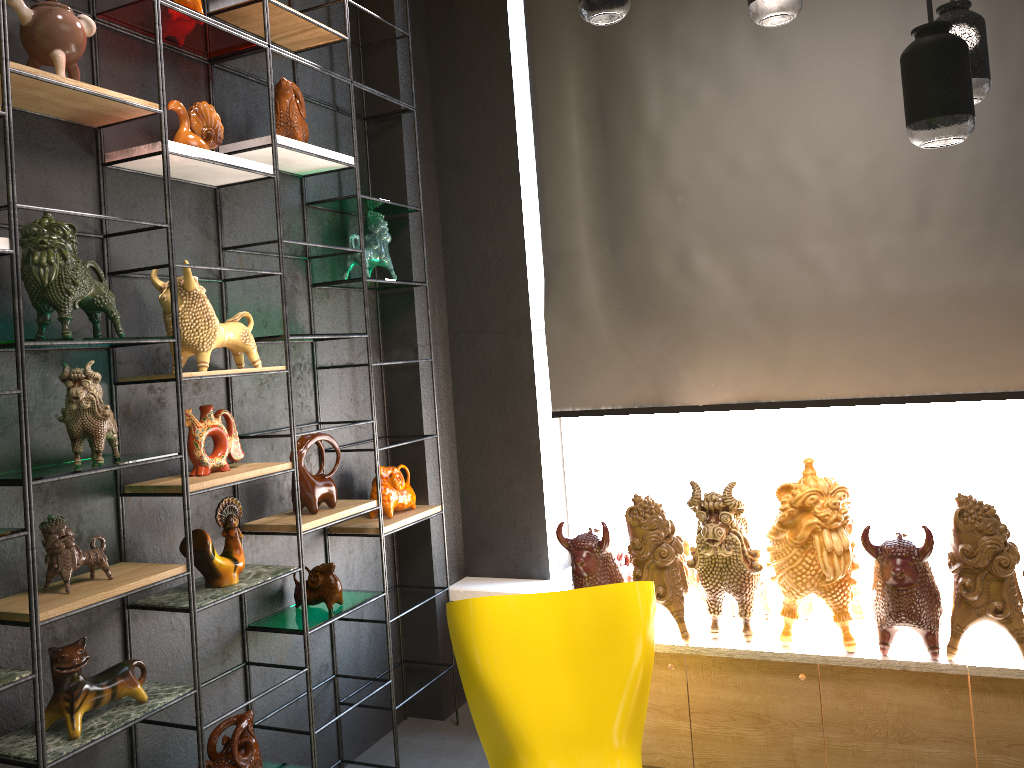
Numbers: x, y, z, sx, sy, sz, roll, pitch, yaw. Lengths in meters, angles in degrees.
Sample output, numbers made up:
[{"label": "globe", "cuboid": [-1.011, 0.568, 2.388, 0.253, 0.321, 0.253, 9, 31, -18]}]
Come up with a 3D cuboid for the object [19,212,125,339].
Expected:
[{"label": "object", "cuboid": [-1.204, -0.293, 2.395, 0.167, 0.357, 0.255, -5, -1, 29]}]

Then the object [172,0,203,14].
[{"label": "object", "cuboid": [-1.116, -1.276, 2.940, 0.139, 0.223, 0.277, -4, 0, -35]}]

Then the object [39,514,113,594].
[{"label": "object", "cuboid": [-1.170, 0.444, 2.379, 0.096, 0.211, 0.183, -5, -1, 27]}]

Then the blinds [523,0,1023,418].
[{"label": "blinds", "cuboid": [-1.476, -0.657, 4.307, 12.676, 3.315, 3.531, -2, 1, 45]}]

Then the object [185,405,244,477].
[{"label": "object", "cuboid": [-0.968, 0.178, 2.869, 0.060, 0.223, 0.268, -5, 0, 25]}]

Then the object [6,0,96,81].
[{"label": "object", "cuboid": [-1.256, -0.929, 2.426, 0.164, 0.267, 0.237, -4, 0, -4]}]

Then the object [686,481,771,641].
[{"label": "object", "cuboid": [0.784, 0.624, 3.251, 0.271, 0.580, 0.430, -5, -1, 18]}]

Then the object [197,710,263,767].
[{"label": "object", "cuboid": [-0.891, 1.191, 2.766, 0.126, 0.250, 0.253, -5, 0, 24]}]

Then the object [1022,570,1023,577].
[{"label": "object", "cuboid": [1.757, 0.568, 2.811, 0.271, 0.580, 0.430, -5, -1, 18]}]

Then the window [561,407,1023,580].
[{"label": "window", "cuboid": [1.222, -0.749, 3.918, 2.303, 3.174, 0.051, -5, -2, 24]}]

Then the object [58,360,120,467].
[{"label": "object", "cuboid": [-1.148, 0.079, 2.390, 0.131, 0.280, 0.207, -4, -1, -17]}]

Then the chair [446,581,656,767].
[{"label": "chair", "cuboid": [0.175, 1.068, 2.515, 0.658, 0.898, 1.068, -4, 0, -5]}]

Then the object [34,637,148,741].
[{"label": "object", "cuboid": [-1.103, 0.775, 2.378, 0.155, 0.236, 0.310, -5, 0, 28]}]

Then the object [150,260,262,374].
[{"label": "object", "cuboid": [-0.979, -0.210, 2.856, 0.174, 0.352, 0.370, -5, 0, 29]}]

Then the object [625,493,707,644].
[{"label": "object", "cuboid": [0.599, 0.661, 3.368, 0.248, 0.546, 0.476, -5, -1, 32]}]

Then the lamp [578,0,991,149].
[{"label": "lamp", "cuboid": [0.402, -1.543, 0.783, 2.680, 2.277, 2.837, -4, 0, -22]}]

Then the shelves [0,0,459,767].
[{"label": "shelves", "cuboid": [-1.116, -0.357, 2.647, 0.274, 3.915, 2.996, -5, -1, 25]}]

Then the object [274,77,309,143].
[{"label": "object", "cuboid": [-0.840, -1.001, 3.345, 0.126, 0.250, 0.253, -4, 0, -6]}]

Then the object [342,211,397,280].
[{"label": "object", "cuboid": [-0.614, -0.597, 3.786, 0.151, 0.333, 0.289, -5, 0, 17]}]

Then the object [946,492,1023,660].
[{"label": "object", "cuboid": [1.572, 0.605, 2.928, 0.248, 0.546, 0.476, -5, -1, 32]}]

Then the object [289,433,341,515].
[{"label": "object", "cuboid": [-0.743, 0.330, 3.296, 0.114, 0.291, 0.249, -5, -1, 25]}]

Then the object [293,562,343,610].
[{"label": "object", "cuboid": [-0.729, 0.748, 3.298, 0.210, 0.169, 0.105, -4, -1, 24]}]

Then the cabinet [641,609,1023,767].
[{"label": "cabinet", "cuboid": [1.530, 1.134, 2.942, 2.724, 0.531, 0.405, -3, 0, 24]}]

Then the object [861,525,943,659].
[{"label": "object", "cuboid": [1.332, 0.660, 2.984, 0.219, 0.441, 0.463, -5, 0, 29]}]

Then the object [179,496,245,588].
[{"label": "object", "cuboid": [-0.938, 0.505, 2.830, 0.123, 0.271, 0.227, -5, -1, 25]}]

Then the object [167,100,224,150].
[{"label": "object", "cuboid": [-1.031, -0.837, 2.907, 0.107, 0.210, 0.234, -5, -1, 41]}]

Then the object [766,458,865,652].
[{"label": "object", "cuboid": [1.067, 0.573, 3.110, 0.306, 0.656, 0.470, -5, -1, 29]}]

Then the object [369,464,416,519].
[{"label": "object", "cuboid": [-0.509, 0.446, 3.781, 0.138, 0.223, 0.278, -5, 0, 25]}]

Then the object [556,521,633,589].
[{"label": "object", "cuboid": [0.359, 0.717, 3.424, 0.219, 0.441, 0.463, -5, 0, 29]}]
